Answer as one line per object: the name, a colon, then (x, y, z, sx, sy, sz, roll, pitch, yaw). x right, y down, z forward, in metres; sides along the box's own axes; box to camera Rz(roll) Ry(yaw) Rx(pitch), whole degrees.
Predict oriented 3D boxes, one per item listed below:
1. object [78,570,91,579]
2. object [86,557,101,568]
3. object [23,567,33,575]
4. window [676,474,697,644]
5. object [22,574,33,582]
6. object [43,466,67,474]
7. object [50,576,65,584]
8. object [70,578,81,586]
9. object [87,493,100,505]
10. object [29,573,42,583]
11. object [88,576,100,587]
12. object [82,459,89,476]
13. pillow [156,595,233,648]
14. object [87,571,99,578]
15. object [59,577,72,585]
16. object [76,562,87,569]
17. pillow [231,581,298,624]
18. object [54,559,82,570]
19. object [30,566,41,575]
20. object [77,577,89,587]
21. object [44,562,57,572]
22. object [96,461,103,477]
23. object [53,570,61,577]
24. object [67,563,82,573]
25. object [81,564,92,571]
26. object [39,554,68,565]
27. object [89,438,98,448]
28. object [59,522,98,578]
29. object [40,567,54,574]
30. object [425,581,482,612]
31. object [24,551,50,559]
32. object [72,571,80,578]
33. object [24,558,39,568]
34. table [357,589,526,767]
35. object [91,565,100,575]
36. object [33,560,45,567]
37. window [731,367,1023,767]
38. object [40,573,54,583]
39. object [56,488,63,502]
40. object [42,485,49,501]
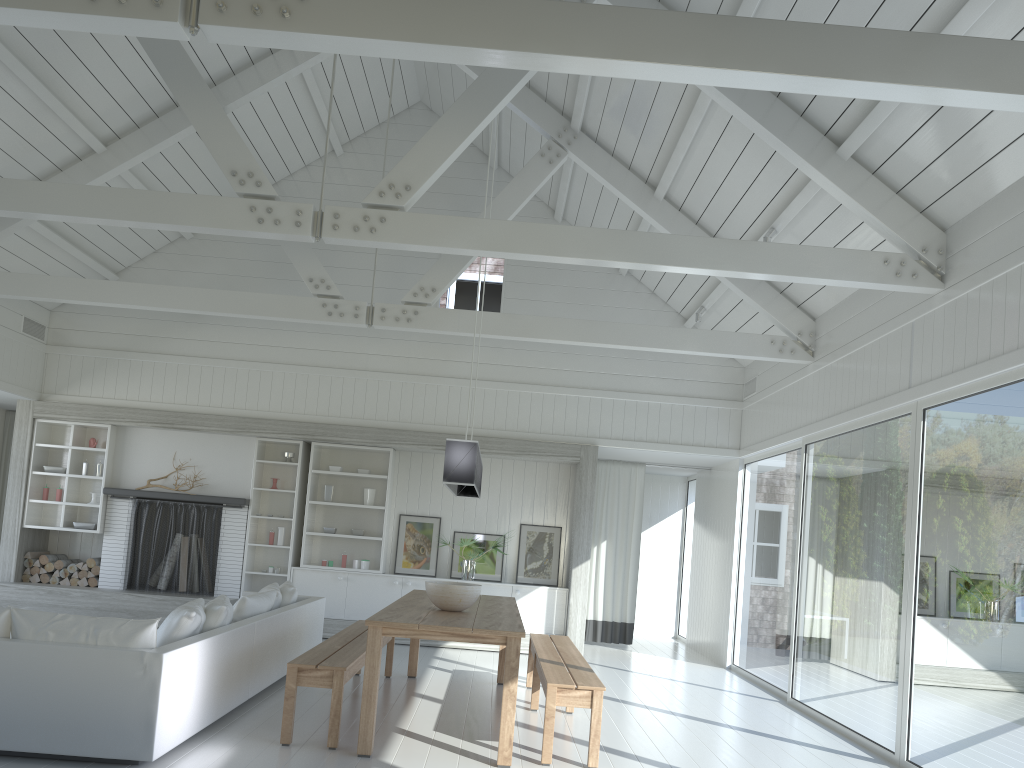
object: (-4.892, 2.213, 10.274, 0.109, 0.108, 0.499, 5, -10, -2)
object: (-4.804, 2.081, 10.285, 0.110, 0.110, 0.499, 5, -10, -2)
object: (-5.519, 2.164, 10.253, 0.080, 0.079, 0.483, 5, -10, -2)
window: (2.565, 2.519, 12.746, 0.038, 2.409, 0.953, 5, -5, 0)
object: (-5.527, 2.258, 10.268, 0.108, 0.105, 0.520, 5, -10, -2)
object: (-5.254, 0.997, 10.164, 0.243, 0.072, 0.244, 7, -10, -15)
object: (-5.208, 2.264, 10.273, 0.105, 0.114, 0.522, 5, -10, -1)
object: (-4.986, 2.302, 10.274, 0.108, 0.105, 0.520, 5, -10, -2)
object: (-4.805, 1.319, 10.133, 0.137, 0.129, 0.138, 6, -7, -13)
object: (-5.425, 2.262, 10.277, 0.134, 0.145, 0.554, 5, -10, 0)
object: (-4.779, 2.297, 10.271, 0.110, 0.110, 0.499, 5, -10, -2)
object: (-4.915, 0.960, 10.157, 0.054, 0.195, 0.055, 5, -4, 0)
pillow: (-2.069, 1.622, 5.648, 0.466, 0.473, 1.330, 6, -9, -9)
object: (-4.798, 2.211, 10.269, 0.080, 0.079, 0.483, 5, -10, -2)
object: (-5.083, 2.308, 10.280, 0.134, 0.145, 0.554, 5, -10, 0)
object: (-4.934, 2.106, 10.267, 0.086, 0.090, 0.484, 5, -10, -2)
pillow: (-2.060, 1.916, 7.308, 0.463, 0.473, 2.077, 5, -10, -8)
object: (-5.168, 2.102, 10.276, 0.109, 0.108, 0.499, 5, -10, -2)
object: (-5.433, 2.169, 10.267, 0.109, 0.108, 0.499, 5, -10, -2)
object: (-4.884, 2.306, 10.284, 0.134, 0.145, 0.554, 5, -10, 0)
object: (-5.274, 2.127, 10.272, 0.109, 0.108, 0.499, 5, -10, -2)
object: (-4.750, 0.974, 10.159, 0.054, 0.195, 0.055, 5, -4, 0)
object: (-5.190, 2.191, 10.257, 0.080, 0.079, 0.483, 5, -10, -2)
object: (-5.017, 2.140, 10.276, 0.109, 0.108, 0.499, 5, -10, -2)
object: (-4.872, 2.122, 10.267, 0.080, 0.079, 0.483, 5, -10, -2)
object: (-5.338, 2.044, 10.277, 0.110, 0.110, 0.499, 5, -10, -2)
object: (-4.830, 0.682, 10.167, 0.231, 0.126, 0.060, -4, -9, 44)
object: (-5.010, 1.932, 10.254, 0.342, 0.638, 0.616, 6, -7, -15)
object: (-5.340, 2.167, 10.262, 0.080, 0.079, 0.483, 5, -10, -2)
object: (-0.405, 1.453, 6.013, 0.390, 0.184, 0.393, 6, -9, -9)
object: (-5.520, 1.986, 10.264, 0.080, 0.079, 0.483, 5, -10, -2)
object: (-4.977, 2.208, 10.259, 0.080, 0.079, 0.483, 5, -10, -2)
object: (-5.510, 2.079, 10.271, 0.109, 0.108, 0.499, 5, -10, -2)
table: (-0.430, 1.998, 6.405, 0.906, 0.756, 2.981, 5, -10, 0)
object: (-4.747, 2.165, 10.279, 0.109, 0.108, 0.499, 5, -10, -2)
object: (-5.413, 2.078, 10.260, 0.080, 0.079, 0.483, 5, -10, -2)
window: (2.679, 1.118, 4.723, 0.080, 2.397, 11.047, 5, -10, 0)
object: (-5.321, 2.253, 10.264, 0.110, 0.110, 0.499, 5, -10, -2)
object: (-5.205, 1.254, 10.133, 0.054, 0.195, 0.055, 5, -4, 0)
object: (-5.356, 1.242, 10.131, 0.054, 0.195, 0.055, 5, -4, 0)
